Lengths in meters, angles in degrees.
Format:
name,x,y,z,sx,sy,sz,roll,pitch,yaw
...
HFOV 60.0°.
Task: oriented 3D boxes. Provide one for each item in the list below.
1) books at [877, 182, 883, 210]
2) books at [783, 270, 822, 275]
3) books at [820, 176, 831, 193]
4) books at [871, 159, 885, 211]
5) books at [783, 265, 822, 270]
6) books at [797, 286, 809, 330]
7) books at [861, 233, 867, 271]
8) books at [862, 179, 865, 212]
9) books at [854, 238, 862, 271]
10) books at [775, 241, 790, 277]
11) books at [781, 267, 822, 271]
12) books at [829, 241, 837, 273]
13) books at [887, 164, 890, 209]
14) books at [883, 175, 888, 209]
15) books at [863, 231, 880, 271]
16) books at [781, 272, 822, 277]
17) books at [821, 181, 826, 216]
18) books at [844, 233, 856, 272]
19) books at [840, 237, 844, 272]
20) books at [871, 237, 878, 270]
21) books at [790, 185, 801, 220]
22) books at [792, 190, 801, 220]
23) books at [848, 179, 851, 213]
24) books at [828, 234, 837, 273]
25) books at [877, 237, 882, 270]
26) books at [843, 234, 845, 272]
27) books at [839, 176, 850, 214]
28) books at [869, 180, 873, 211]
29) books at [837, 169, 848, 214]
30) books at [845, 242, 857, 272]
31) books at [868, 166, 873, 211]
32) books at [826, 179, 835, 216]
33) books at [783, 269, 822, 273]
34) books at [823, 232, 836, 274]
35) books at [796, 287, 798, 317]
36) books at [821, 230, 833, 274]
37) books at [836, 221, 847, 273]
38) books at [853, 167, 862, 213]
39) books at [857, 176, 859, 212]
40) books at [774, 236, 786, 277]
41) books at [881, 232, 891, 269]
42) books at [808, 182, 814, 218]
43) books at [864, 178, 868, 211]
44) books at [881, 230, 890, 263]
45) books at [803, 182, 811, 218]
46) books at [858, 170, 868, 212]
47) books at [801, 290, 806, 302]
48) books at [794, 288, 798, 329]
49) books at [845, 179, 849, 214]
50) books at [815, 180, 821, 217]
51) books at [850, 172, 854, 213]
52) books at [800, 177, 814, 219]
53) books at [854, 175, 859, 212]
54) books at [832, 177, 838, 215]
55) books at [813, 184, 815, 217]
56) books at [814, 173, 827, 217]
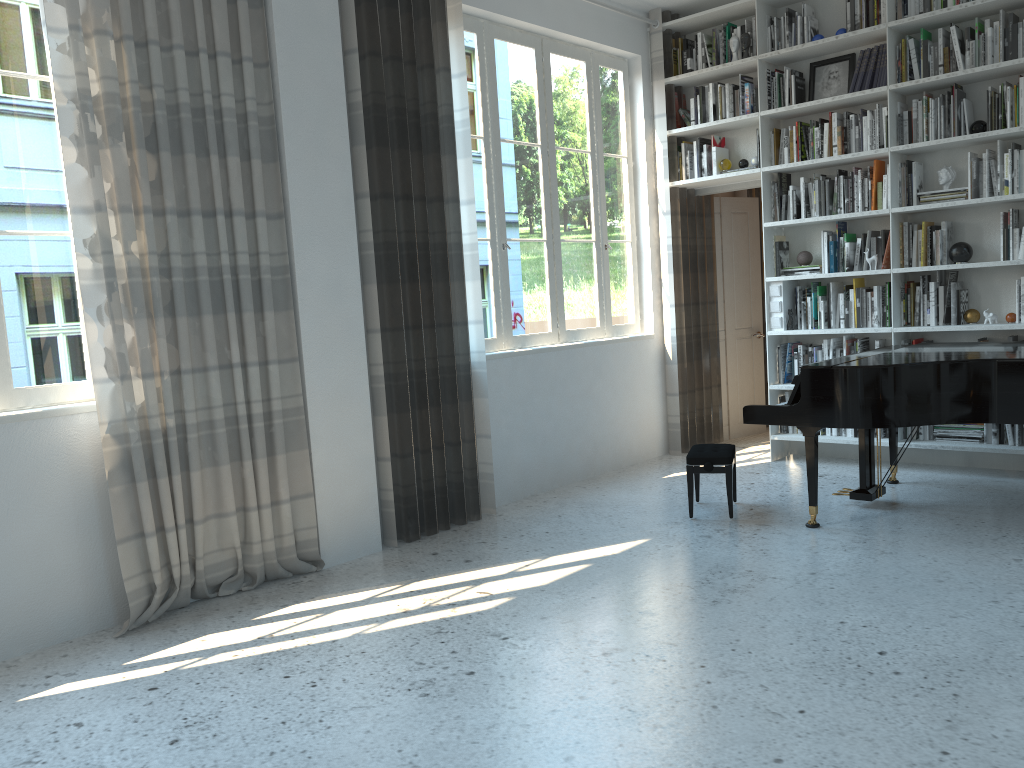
name,x,y,z,sx,sy,sz,roll,pitch,yaw
books,2.379,-1.194,5.670,0.030,0.183,0.151,2,8,42
books,2.015,-0.764,6.074,0.254,0.012,0.160,1,7,43
books,2.097,-1.243,5.919,0.011,0.271,0.157,2,8,42
books,2.348,-1.265,5.682,0.035,0.326,0.170,2,8,42
books,2.012,-0.800,6.070,0.254,0.012,0.160,1,7,43
books,2.009,-0.528,6.109,0.014,0.294,0.171,2,8,42
books,2.317,-0.860,5.789,0.013,0.242,0.141,2,8,42
books,2.301,-1.213,5.740,0.012,0.217,0.160,2,8,42
books,2.292,-0.847,5.814,0.056,0.214,0.142,2,8,42
books,1.881,-0.868,6.168,0.028,0.243,0.156,2,8,42
books,2.008,-0.787,6.066,0.159,0.012,0.285,-9,7,-43
books,2.160,-0.842,5.887,0.029,0.208,0.189,2,8,42
books,2.423,-1.245,5.629,0.027,0.286,0.148,2,8,42
books,2.400,-1.214,5.648,0.031,0.224,0.144,2,8,42
books,2.334,-0.865,5.753,0.060,0.255,0.158,2,8,42
books,2.012,-0.751,6.072,0.285,0.012,0.159,2,7,45
books,2.100,-1.224,5.897,0.024,0.237,0.166,2,8,42
books,2.230,-0.864,5.839,0.011,0.251,0.171,2,8,42
books,2.216,-0.858,5.887,0.030,0.232,0.147,2,8,42
books,2.364,-0.840,5.720,0.030,0.208,0.172,2,8,42
books,1.942,-1.227,6.041,0.022,0.236,0.177,2,8,42
books,1.955,-1.209,6.018,0.028,0.204,0.188,2,8,42
books,2.235,-1.219,5.798,0.013,0.228,0.151,2,8,42
books,2.156,-0.870,5.926,0.031,0.256,0.143,2,8,42
books,2.392,-0.841,5.708,0.027,0.210,0.143,2,8,42
books,2.231,-0.865,5.864,0.022,0.249,0.129,2,8,42
books,2.197,-1.234,5.833,0.021,0.257,0.155,2,8,42
books,2.333,-1.204,5.704,0.013,0.203,0.161,2,8,42
books,2.177,-1.255,5.834,0.013,0.300,0.151,2,8,42
books,2.239,-0.832,5.819,0.029,0.190,0.188,2,8,42
books,2.330,-1.251,5.720,0.015,0.293,0.143,2,8,42
books,2.130,-1.227,5.881,0.023,0.243,0.184,2,8,42
books,2.011,-0.776,6.069,0.254,0.012,0.160,1,7,39
books,2.130,-0.878,5.938,0.024,0.273,0.150,2,8,42
books,2.003,-0.527,6.124,0.016,0.290,0.152,2,8,42
books,2.117,-0.884,5.950,0.012,0.285,0.159,2,8,42
books,2.193,-0.909,5.891,0.011,0.336,0.153,2,8,42
books,2.257,-1.258,5.787,0.011,0.304,0.129,2,8,42
books,2.284,-1.227,5.773,0.028,0.243,0.131,2,8,42
books,1.872,-0.890,6.186,0.012,0.285,0.159,2,8,42
books,2.422,-0.870,5.627,0.082,0.277,0.228,2,8,42
books,2.049,-1.232,5.981,0.049,0.243,0.139,2,8,42
books,2.316,-1.215,5.732,0.021,0.221,0.148,2,8,42
books,2.410,-0.862,5.692,0.021,0.251,0.154,2,8,42
books,2.010,-1.231,5.983,0.011,0.246,0.176,2,8,42
books,2.280,-1.240,5.736,0.015,0.275,0.157,2,8,42
books,2.028,-0.511,6.080,0.007,0.264,0.176,2,8,42
books,1.995,-0.525,6.134,0.008,0.285,0.159,2,8,42
books,2.217,-1.219,5.798,0.013,0.229,0.176,2,8,42
books,2.074,-1.230,5.918,0.021,0.248,0.188,2,8,42
books,2.239,-1.241,5.784,0.012,0.272,0.145,2,8,42
books,2.002,-1.250,5.999,0.023,0.281,0.174,2,8,42
books,2.263,-1.231,5.778,0.011,0.252,0.139,2,8,42
books,2.167,-1.236,5.869,0.048,0.257,0.141,2,8,42
books,2.060,-1.223,5.946,0.014,0.230,0.148,2,8,42
books,2.066,-1.254,5.933,0.011,0.293,0.183,2,8,42
